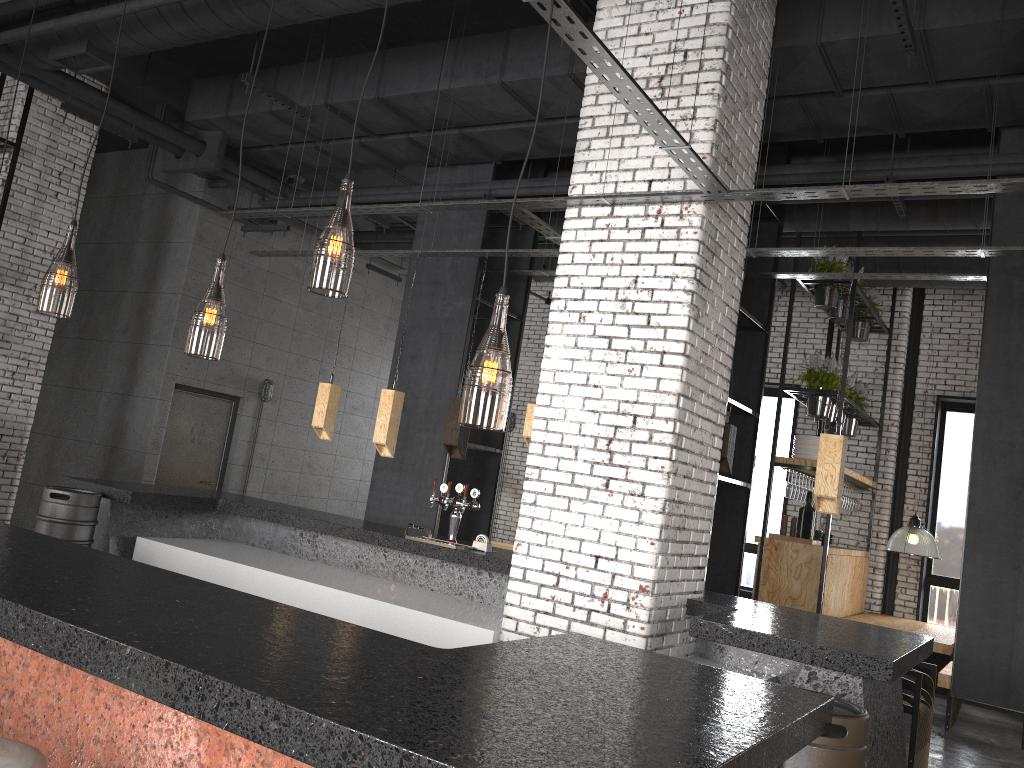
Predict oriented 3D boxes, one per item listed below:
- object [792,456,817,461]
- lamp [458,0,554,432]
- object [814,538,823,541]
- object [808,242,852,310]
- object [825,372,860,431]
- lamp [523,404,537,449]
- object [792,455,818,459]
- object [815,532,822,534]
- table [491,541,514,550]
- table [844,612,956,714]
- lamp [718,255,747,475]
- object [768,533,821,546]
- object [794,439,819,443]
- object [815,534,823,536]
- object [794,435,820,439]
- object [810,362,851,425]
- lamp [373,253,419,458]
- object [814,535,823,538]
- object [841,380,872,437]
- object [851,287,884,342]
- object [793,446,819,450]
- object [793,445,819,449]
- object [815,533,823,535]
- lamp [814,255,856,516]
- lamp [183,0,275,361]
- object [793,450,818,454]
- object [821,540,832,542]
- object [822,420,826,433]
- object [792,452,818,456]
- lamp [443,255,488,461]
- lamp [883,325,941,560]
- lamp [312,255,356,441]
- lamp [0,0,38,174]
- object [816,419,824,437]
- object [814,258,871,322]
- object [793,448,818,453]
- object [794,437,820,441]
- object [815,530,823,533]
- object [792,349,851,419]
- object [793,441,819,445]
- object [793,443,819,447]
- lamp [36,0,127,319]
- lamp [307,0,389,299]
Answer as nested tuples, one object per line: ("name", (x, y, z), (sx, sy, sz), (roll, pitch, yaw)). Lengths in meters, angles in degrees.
("object", (2.917, 0.748, 8.695), (0.334, 0.033, 0.334), (11, -7, -20))
("lamp", (0.056, -0.686, 2.076), (0.108, 1.603, 0.108), (13, -8, -26))
("object", (2.982, 1.569, 8.899), (0.257, 0.067, 0.256), (4, -8, 39))
("object", (3.224, -1.050, 9.048), (0.416, 0.560, 0.466), (8, -7, 6))
("object", (3.553, 0.222, 9.737), (0.416, 0.560, 0.466), (10, -7, -12))
("lamp", (0.254, -0.233, 6.163), (0.127, 1.423, 0.127), (4, -9, 32))
("object", (2.919, 0.728, 8.698), (0.334, 0.046, 0.334), (8, -7, 13))
("object", (2.990, 1.517, 8.907), (0.257, 0.072, 0.256), (5, -8, 32))
("table", (-0.168, 2.435, 11.210), (4.138, 0.765, 0.997), (5, -8, 32))
("table", (3.925, 2.826, 8.919), (1.001, 0.765, 2.109), (5, -8, 32))
("lamp", (1.359, -0.148, 5.478), (0.127, 1.398, 0.127), (4, -9, 32))
("object", (2.752, 1.514, 8.620), (0.411, 0.050, 0.410), (5, -7, 31))
("object", (2.943, 0.579, 8.718), (0.334, 0.044, 0.334), (9, -6, 3))
("object", (2.986, 1.538, 8.904), (0.256, 0.075, 0.257), (13, -8, -32))
("object", (2.949, 0.541, 8.723), (0.335, 0.039, 0.334), (8, -6, 6))
("object", (3.316, 0.139, 9.330), (0.416, 0.560, 0.466), (5, -8, 26))
("lamp", (-0.862, -0.239, 6.837), (0.127, 1.611, 0.127), (4, -9, 32))
("object", (2.985, 1.545, 8.903), (0.257, 0.076, 0.256), (5, -8, 32))
("object", (3.844, 0.313, 10.136), (0.415, 0.560, 0.467), (15, -9, -38))
("object", (4.042, -0.781, 10.281), (0.467, 0.560, 0.415), (3, -9, 42))
("object", (2.932, 0.652, 8.707), (0.334, 0.040, 0.334), (14, -8, -36))
("object", (2.934, 0.637, 8.710), (0.335, 0.039, 0.333), (4, -8, 40))
("object", (2.990, 1.521, 8.906), (0.257, 0.072, 0.256), (9, -6, 4))
("lamp", (1.898, -0.025, 5.125), (0.127, 1.551, 0.127), (4, -9, 32))
("lamp", (-0.823, -0.797, 2.769), (0.108, 1.465, 0.108), (9, -7, 4))
("object", (2.926, 0.690, 8.702), (0.334, 0.040, 0.334), (9, -6, -4))
("object", (3.179, 1.622, 9.186), (0.306, 0.044, 0.305), (5, -8, 33))
("object", (3.161, 0.607, 9.071), (0.098, 0.472, 0.098), (8, -8, 10))
("object", (2.923, 0.710, 8.700), (0.334, 0.037, 0.334), (9, -6, -2))
("lamp", (-0.307, -0.220, 6.498), (0.127, 1.551, 0.127), (4, -9, 32))
("lamp", (4.239, 0.551, 9.139), (0.536, 2.412, 0.536), (12, -8, -22))
("lamp", (-1.409, -0.317, 7.184), (0.127, 1.551, 0.127), (4, -9, 32))
("lamp", (-1.973, -0.887, 3.414), (0.108, 1.603, 0.108), (7, -8, 14))
("object", (3.106, 0.588, 8.981), (0.098, 0.472, 0.098), (8, -8, 10))
("object", (3.519, -0.956, 9.468), (0.467, 0.560, 0.415), (10, -7, -10))
("object", (2.928, 0.671, 8.706), (0.334, 0.039, 0.334), (9, -6, -2))
("object", (2.946, 0.560, 8.720), (0.335, 0.039, 0.334), (8, -6, 7))
("object", (2.995, 1.492, 8.911), (0.256, 0.076, 0.256), (11, -7, -21))
("object", (3.091, 0.053, 8.888), (0.467, 0.560, 0.415), (9, -7, -3))
("object", (2.940, 0.598, 8.715), (0.334, 0.041, 0.334), (9, -6, 1))
("object", (2.937, 0.617, 8.712), (0.335, 0.043, 0.333), (7, -7, 16))
("lamp", (-1.385, -1.012, 3.019), (0.108, 1.603, 0.108), (13, -8, -26))
("lamp", (-0.355, -1.019, 2.400), (0.108, 1.603, 0.108), (13, -8, -26))
